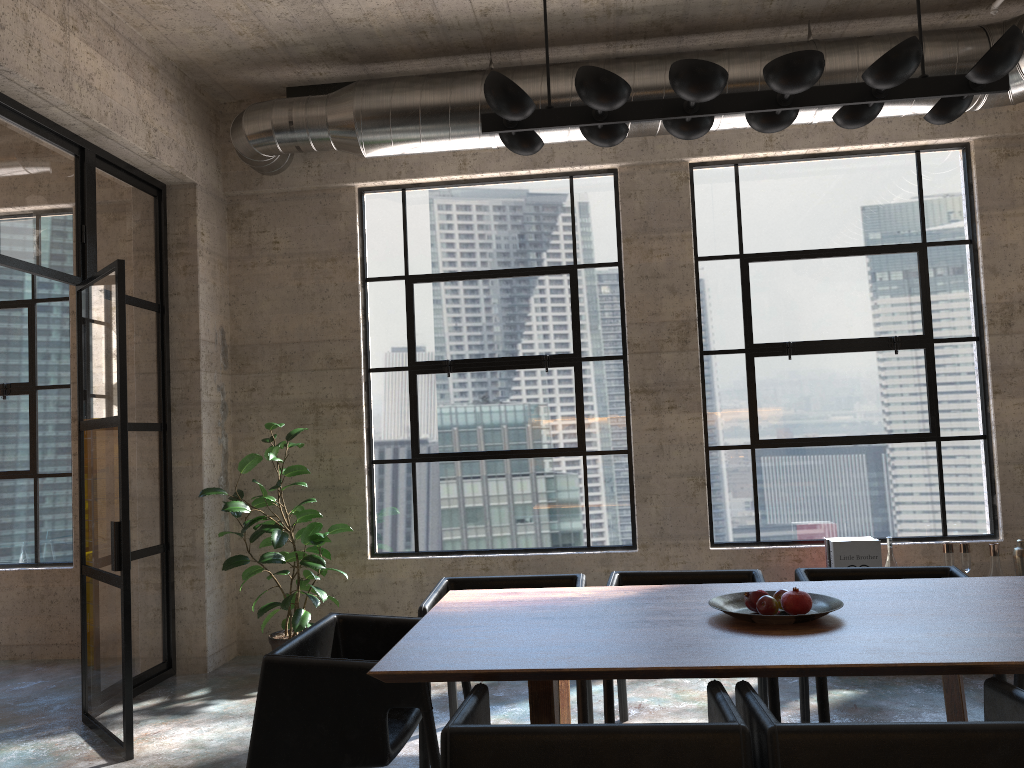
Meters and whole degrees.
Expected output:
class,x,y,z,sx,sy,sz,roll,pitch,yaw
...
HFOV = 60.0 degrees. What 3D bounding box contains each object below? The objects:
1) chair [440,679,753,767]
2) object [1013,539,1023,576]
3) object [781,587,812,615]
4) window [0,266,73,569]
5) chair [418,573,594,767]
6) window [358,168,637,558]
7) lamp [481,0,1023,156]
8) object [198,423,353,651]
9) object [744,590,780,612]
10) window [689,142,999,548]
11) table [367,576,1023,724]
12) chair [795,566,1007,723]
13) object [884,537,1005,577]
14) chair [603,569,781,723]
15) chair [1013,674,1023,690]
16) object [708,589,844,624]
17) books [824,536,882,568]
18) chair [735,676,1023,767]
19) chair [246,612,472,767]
class,x,y,z,sx,sy,sz,roll,pitch,yaw
chair,0.222,1.153,2.218,0.707,0.738,0.754,-3,-3,6
object,3.099,1.046,5.033,0.415,0.333,0.248,-6,-5,42
object,0.906,0.727,2.990,0.100,0.097,0.219,0,-4,-40
window,-3.972,0.057,6.374,1.780,2.530,0.081,-3,-3,6
chair,-0.007,1.266,3.977,0.707,0.738,0.754,-3,-3,6
window,-3.161,0.017,6.288,7.902,2.530,0.081,-3,-3,6
lamp,0.764,-1.583,3.153,1.813,1.327,0.583,-3,-3,6
object,-1.398,1.012,5.420,0.886,1.552,0.514,-3,-3,3
object,0.839,0.736,3.015,0.088,0.082,0.110,1,-5,-44
window,2.108,-0.245,5.727,1.780,2.530,0.081,-3,-3,6
table,0.875,1.160,2.981,2.410,0.756,1.299,-3,-3,6
chair,1.616,1.184,3.773,0.707,0.738,0.754,-3,-3,11
object,2.523,1.061,5.141,0.703,0.365,0.199,-4,-4,17
chair,0.781,1.228,3.913,0.707,0.738,0.754,-3,-3,11
chair,2.103,1.108,2.845,0.754,0.738,0.707,-3,-3,6
object,0.884,0.741,2.982,0.435,0.079,0.435,-6,-5,43
books,1.995,1.088,5.186,0.277,0.362,0.191,-3,-3,6
chair,0.950,1.117,2.132,0.707,0.738,0.754,-3,-3,6
chair,-0.505,1.237,3.115,0.754,0.738,0.707,-3,-3,6
